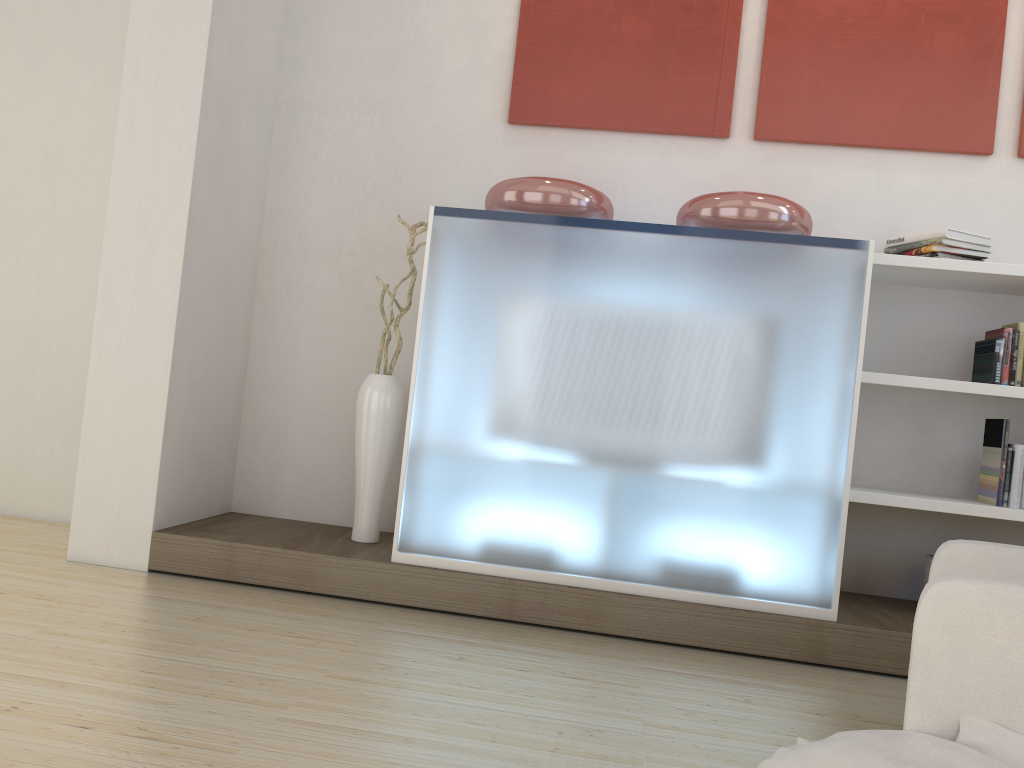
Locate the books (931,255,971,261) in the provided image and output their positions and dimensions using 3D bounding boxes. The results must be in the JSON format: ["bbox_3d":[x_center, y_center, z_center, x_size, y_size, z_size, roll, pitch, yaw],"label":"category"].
[{"bbox_3d":[1.735,-0.483,3.644,0.247,0.018,0.328,6,-1,-17],"label":"books"}]

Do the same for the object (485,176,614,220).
[{"bbox_3d":[0.158,-0.743,3.748,0.546,0.206,0.534,6,-1,-5],"label":"object"}]

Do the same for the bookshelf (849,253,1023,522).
[{"bbox_3d":[2.081,0.265,3.575,1.599,1.396,0.465,6,-1,8],"label":"bookshelf"}]

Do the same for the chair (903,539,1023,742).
[{"bbox_3d":[1.458,0.588,2.067,0.941,0.828,0.919,6,-1,28],"label":"chair"}]

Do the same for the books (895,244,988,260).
[{"bbox_3d":[1.742,-0.522,3.626,0.247,0.025,0.287,6,-1,-8],"label":"books"}]

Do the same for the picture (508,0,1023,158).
[{"bbox_3d":[1.616,-1.434,3.893,3.227,0.794,0.030,6,-1,8],"label":"picture"}]

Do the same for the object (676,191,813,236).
[{"bbox_3d":[0.949,-0.660,3.639,0.534,0.206,0.546,5,-1,44],"label":"object"}]

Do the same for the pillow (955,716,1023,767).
[{"bbox_3d":[1.008,0.834,1.624,0.615,0.315,0.312,5,-1,35],"label":"pillow"}]

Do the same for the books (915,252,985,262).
[{"bbox_3d":[1.735,-0.501,3.650,0.247,0.018,0.287,6,-1,-19],"label":"books"}]

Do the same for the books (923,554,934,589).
[{"bbox_3d":[2.216,0.839,3.432,1.125,0.281,0.274,6,-1,15],"label":"books"}]

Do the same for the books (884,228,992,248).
[{"bbox_3d":[1.746,-0.582,3.646,0.247,0.038,0.319,7,-1,-21],"label":"books"}]

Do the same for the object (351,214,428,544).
[{"bbox_3d":[-0.527,-0.024,3.817,0.277,1.422,0.250,6,-1,11],"label":"object"}]

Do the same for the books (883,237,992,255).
[{"bbox_3d":[1.742,-0.549,3.645,0.247,0.027,0.328,6,-1,-17],"label":"books"}]

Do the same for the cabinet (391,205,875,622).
[{"bbox_3d":[0.473,0.094,3.677,1.670,1.396,0.689,6,-1,8],"label":"cabinet"}]

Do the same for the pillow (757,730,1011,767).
[{"bbox_3d":[0.738,0.840,1.739,0.299,0.287,0.712,7,-1,-30],"label":"pillow"}]

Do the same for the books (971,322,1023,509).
[{"bbox_3d":[2.264,0.141,3.466,0.831,0.743,0.215,6,-1,8],"label":"books"}]
